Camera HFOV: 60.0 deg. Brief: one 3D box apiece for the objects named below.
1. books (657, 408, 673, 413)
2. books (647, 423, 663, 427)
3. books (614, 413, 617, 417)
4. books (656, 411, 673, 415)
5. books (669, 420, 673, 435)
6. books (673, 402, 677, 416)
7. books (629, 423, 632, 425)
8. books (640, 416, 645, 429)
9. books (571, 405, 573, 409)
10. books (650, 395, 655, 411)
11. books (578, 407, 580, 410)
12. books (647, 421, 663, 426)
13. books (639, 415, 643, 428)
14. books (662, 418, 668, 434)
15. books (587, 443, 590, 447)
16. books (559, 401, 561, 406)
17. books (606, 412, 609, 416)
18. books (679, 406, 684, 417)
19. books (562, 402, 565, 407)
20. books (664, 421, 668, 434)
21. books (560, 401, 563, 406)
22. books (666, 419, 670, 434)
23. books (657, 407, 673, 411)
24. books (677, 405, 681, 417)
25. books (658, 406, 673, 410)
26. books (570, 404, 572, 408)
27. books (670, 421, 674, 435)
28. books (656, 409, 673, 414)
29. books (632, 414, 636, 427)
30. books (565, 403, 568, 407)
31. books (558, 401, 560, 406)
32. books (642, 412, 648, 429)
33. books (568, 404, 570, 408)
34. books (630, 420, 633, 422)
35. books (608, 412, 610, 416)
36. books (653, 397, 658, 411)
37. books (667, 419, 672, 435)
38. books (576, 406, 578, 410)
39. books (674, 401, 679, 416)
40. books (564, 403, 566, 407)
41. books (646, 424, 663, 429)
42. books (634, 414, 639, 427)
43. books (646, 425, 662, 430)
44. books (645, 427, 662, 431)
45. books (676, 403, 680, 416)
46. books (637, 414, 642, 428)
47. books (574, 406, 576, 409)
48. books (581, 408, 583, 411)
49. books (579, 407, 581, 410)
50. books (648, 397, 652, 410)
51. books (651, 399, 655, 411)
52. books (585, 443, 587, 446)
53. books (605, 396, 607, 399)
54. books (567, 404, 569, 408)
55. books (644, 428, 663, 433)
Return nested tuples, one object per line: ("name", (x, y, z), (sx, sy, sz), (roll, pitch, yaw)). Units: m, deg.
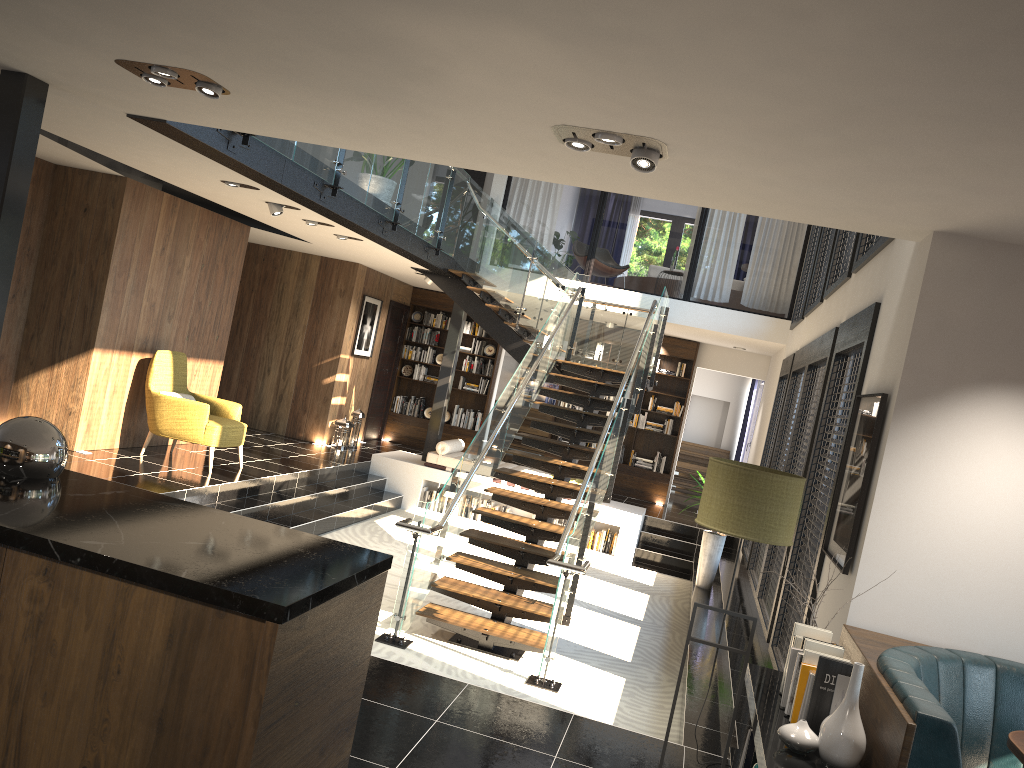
("books", (2.489, 0.430, 14.439), (0.259, 0.020, 0.167), (12, 1, 10))
("books", (2.322, 0.666, 14.429), (0.260, 0.021, 0.167), (12, 1, 10))
("books", (1.716, 0.509, 14.565), (0.067, 0.261, 0.159), (12, 2, 12))
("books", (2.481, 0.471, 14.444), (0.266, 0.021, 0.156), (12, 1, 10))
("books", (2.581, 0.700, 14.379), (0.022, 0.247, 0.133), (12, 2, 12))
("books", (2.642, 0.405, 14.400), (0.026, 0.219, 0.156), (12, 1, 12))
("books", (1.836, 0.629, 14.536), (0.275, 0.025, 0.156), (12, 1, 8))
("books", (2.133, 0.624, 14.450), (0.026, 0.210, 0.184), (12, 1, 12))
("books", (1.017, 0.355, 14.740), (0.029, 0.272, 0.152), (12, 2, 12))
("books", (2.289, 0.308, 14.481), (0.023, 0.261, 0.146), (12, 2, 12))
("books", (1.115, 0.428, 14.724), (0.027, 0.171, 0.146), (12, 1, 12))
("books", (2.328, 0.646, 14.435), (0.272, 0.022, 0.156), (12, 1, 11))
("books", (2.111, 0.616, 14.474), (0.029, 0.214, 0.149), (12, 2, 12))
("books", (2.481, 0.680, 14.380), (0.030, 0.244, 0.176), (12, 1, 12))
("books", (1.252, 1.060, 14.697), (0.075, 0.255, 0.181), (12, 1, 12))
("books", (0.817, 0.330, 14.809), (0.028, 0.237, 0.134), (12, 2, 12))
("books", (1.585, 0.470, 14.591), (0.030, 0.284, 0.176), (12, 2, 12))
("books", (2.744, 0.440, 14.358), (0.051, 0.194, 0.192), (12, 1, 12))
("books", (0.860, 0.359, 14.763), (0.028, 0.199, 0.175), (12, 1, 12))
("books", (2.506, 0.702, 14.385), (0.025, 0.212, 0.168), (12, 1, 12))
("books", (0.842, 0.313, 14.770), (0.028, 0.282, 0.169), (12, 2, 12))
("books", (2.534, 0.690, 14.388), (0.023, 0.246, 0.147), (12, 2, 12))
("books", (2.493, 0.411, 14.437), (0.260, 0.020, 0.167), (12, 1, 10))
("books", (2.707, 0.435, 14.365), (0.023, 0.189, 0.197), (12, 1, 12))
("books", (2.500, 0.391, 14.450), (0.246, 0.021, 0.148), (12, 1, 12))
("books", (0.983, 0.386, 14.743), (0.024, 0.197, 0.173), (12, 1, 12))
("books", (2.599, 0.715, 14.392), (0.012, 0.224, 0.097), (12, 2, 12))
("books", (2.486, 0.451, 14.445), (0.272, 0.021, 0.156), (12, 1, 11))
("books", (2.011, 0.571, 14.502), (0.026, 0.263, 0.156), (12, 2, 12))
("books", (0.915, 0.341, 14.753), (0.029, 0.258, 0.181), (12, 2, 12))
("books", (0.789, 0.330, 14.811), (0.025, 0.227, 0.156), (12, 2, 12))
("books", (2.169, 0.597, 14.453), (0.031, 0.277, 0.168), (12, 2, 12))
("books", (0.963, 0.367, 14.755), (0.028, 0.227, 0.136), (12, 2, 12))
("books", (1.846, 0.581, 14.536), (0.274, 0.025, 0.156), (12, 1, 16))
("books", (1.597, 0.506, 14.552), (0.023, 0.218, 0.196), (12, 1, 12))
("books", (2.338, 0.328, 14.486), (0.025, 0.243, 0.119), (12, 2, 12))
("books", (2.554, 0.692, 14.362), (0.026, 0.251, 0.178), (12, 2, 12))
("books", (1.091, 0.397, 14.718), (0.030, 0.222, 0.190), (12, 1, 12))
("books", (2.668, 0.400, 14.385), (0.028, 0.240, 0.187), (12, 1, 12))
("books", (0.893, 0.342, 14.777), (0.023, 0.245, 0.159), (12, 2, 12))
("books", (2.318, 0.687, 14.431), (0.268, 0.022, 0.156), (12, 1, 8))
("books", (2.040, 0.593, 14.506), (0.037, 0.232, 0.231), (12, 1, 12))
("books", (2.316, 0.709, 14.443), (0.247, 0.022, 0.148), (12, 1, 13))
("books", (2.309, 0.730, 14.434), (0.274, 0.022, 0.156), (12, 1, 9))
("books", (2.695, 0.413, 14.397), (0.023, 0.225, 0.146), (12, 2, 12))
("books", (2.089, 0.602, 14.491), (0.025, 0.232, 0.156), (12, 2, 12))
("books", (1.060, 0.405, 14.737), (0.033, 0.193, 0.172), (12, 1, 12))
("books", (1.174, 0.423, 14.715), (0.029, 0.205, 0.170), (12, 1, 12))
("books", (1.146, 0.391, 14.696), (0.029, 0.256, 0.167), (12, 2, 12))
("books", (2.263, 0.324, 14.490), (0.024, 0.219, 0.174), (12, 1, 12))
("books", (2.302, 0.345, 14.461), (0.026, 0.196, 0.148), (12, 1, 12))
("books", (1.205, 1.072, 14.724), (0.023, 0.212, 0.123), (12, 2, 12))
("books", (1.559, 0.202, 14.618), (0.027, 0.162, 0.126), (12, 1, 12))
("books", (0.937, 0.372, 14.761), (0.022, 0.207, 0.130), (12, 2, 12))
("books", (2.302, 0.753, 14.423), (0.288, 0.026, 0.175), (12, 1, 16))
